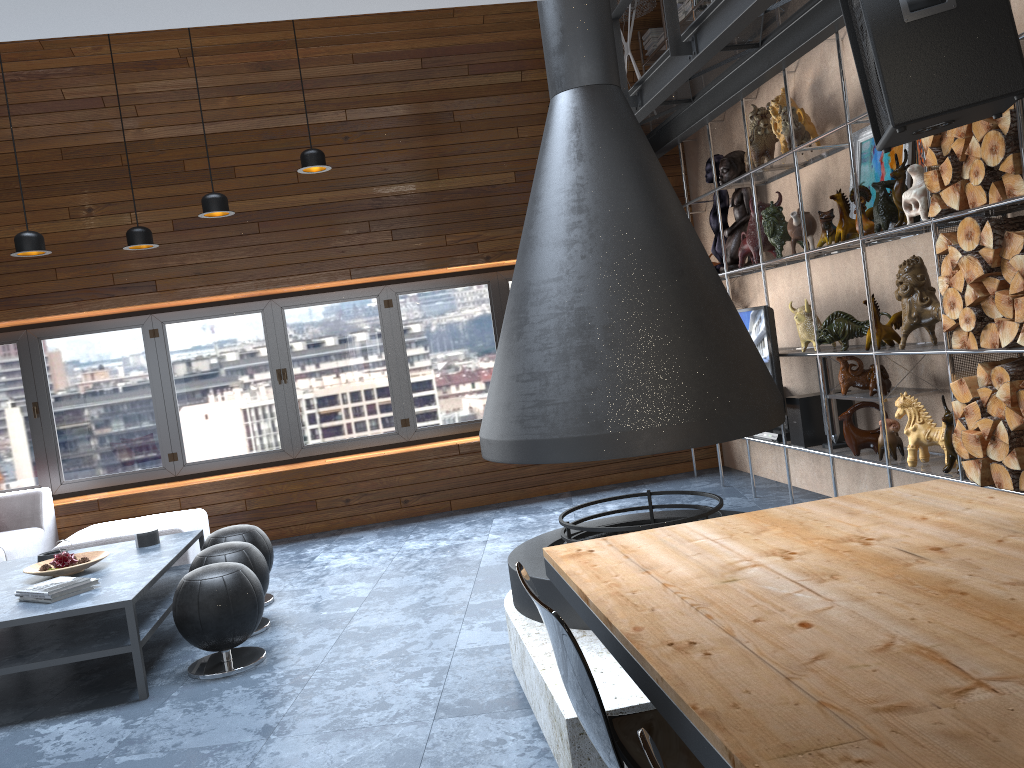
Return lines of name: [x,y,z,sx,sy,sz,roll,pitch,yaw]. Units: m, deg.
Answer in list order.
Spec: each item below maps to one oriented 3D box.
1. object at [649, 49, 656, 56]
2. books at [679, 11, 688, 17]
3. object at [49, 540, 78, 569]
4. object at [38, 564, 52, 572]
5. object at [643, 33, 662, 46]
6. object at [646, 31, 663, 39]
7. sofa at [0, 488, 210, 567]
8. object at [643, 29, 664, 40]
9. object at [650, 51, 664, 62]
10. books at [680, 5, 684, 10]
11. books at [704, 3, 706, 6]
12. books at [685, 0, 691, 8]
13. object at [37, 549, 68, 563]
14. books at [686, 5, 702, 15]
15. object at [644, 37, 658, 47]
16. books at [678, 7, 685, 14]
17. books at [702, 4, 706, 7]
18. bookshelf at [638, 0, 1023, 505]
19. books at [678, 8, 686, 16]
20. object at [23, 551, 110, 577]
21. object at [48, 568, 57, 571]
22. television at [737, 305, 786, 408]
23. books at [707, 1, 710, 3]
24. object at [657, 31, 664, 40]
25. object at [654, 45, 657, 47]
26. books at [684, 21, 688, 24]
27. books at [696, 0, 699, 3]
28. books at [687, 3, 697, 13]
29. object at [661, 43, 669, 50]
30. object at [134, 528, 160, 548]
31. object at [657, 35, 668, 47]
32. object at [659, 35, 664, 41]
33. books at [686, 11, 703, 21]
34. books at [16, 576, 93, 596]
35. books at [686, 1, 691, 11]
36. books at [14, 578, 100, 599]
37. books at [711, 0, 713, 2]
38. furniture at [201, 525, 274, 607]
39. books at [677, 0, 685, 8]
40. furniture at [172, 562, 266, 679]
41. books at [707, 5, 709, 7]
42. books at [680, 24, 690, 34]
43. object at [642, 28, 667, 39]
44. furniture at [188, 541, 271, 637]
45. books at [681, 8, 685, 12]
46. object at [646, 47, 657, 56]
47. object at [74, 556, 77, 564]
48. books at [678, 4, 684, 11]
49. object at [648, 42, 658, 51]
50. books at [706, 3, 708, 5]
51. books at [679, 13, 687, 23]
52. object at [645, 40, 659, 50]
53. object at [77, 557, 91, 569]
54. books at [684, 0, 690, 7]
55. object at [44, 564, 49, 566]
object: [1.207,-2.619,6.995,0.218,0.013,0.161,-8,3,-9]
books: [1.318,-2.654,6.391,0.234,0.016,0.182,-8,3,-4]
object: [-2.286,0.874,4.512,0.105,0.172,0.118,-5,3,43]
object: [-2.332,0.931,4.431,0.064,0.062,0.061,-7,3,22]
object: [1.179,-2.710,6.964,0.252,0.028,0.180,-8,3,-9]
object: [1.184,-2.735,6.981,0.233,0.021,0.174,-8,3,-9]
sofa: [-2.991,1.137,4.761,2.205,0.693,4.035,-8,3,-9]
object: [1.174,-2.753,6.979,0.246,0.016,0.182,-8,3,-9]
object: [1.200,-2.586,6.985,0.234,0.025,0.176,-8,3,-9]
books: [1.317,-2.715,6.413,0.208,0.013,0.161,-8,3,-4]
books: [1.359,-2.666,5.953,0.169,0.232,0.018,-8,2,-9]
books: [1.342,-2.644,6.114,0.258,0.016,0.181,-8,3,-7]
object: [-2.573,0.964,4.972,0.160,0.040,0.160,-9,3,-31]
books: [1.346,-2.577,6.113,0.247,0.016,0.182,-8,3,-9]
object: [1.186,-2.688,6.965,0.246,0.016,0.182,-8,3,-9]
books: [1.309,-2.701,6.410,0.206,0.012,0.161,-9,3,-19]
books: [1.339,-2.665,5.978,0.148,0.234,0.013,-8,2,-9]
bookshelf: [2.108,-2.222,1.846,0.421,6.219,10.739,-8,3,-9]
books: [1.315,-2.669,6.389,0.234,0.016,0.182,-9,3,-19]
object: [-2.258,0.930,4.508,0.395,0.061,0.395,-9,3,-16]
object: [-2.261,0.925,4.372,0.048,0.039,0.039,-8,3,-12]
television: [1.516,-0.172,5.829,0.115,0.638,1.075,-8,3,-8]
books: [1.360,-2.665,5.916,0.148,0.234,0.013,-8,2,-9]
object: [1.224,-2.651,6.728,0.203,0.013,0.161,-8,3,-9]
object: [1.206,-2.644,6.992,0.216,0.012,0.161,-8,3,-9]
books: [1.319,-2.588,6.404,0.234,0.016,0.182,-8,3,-14]
books: [1.350,-2.615,6.115,0.217,0.013,0.161,-8,3,-9]
books: [1.344,-2.596,6.116,0.239,0.021,0.174,-8,3,-3]
object: [1.241,-2.573,6.730,0.201,0.012,0.161,-8,3,-9]
object: [-2.065,0.871,5.019,0.126,0.081,0.126,-10,3,-36]
object: [1.250,-2.607,6.724,0.262,0.025,0.176,-8,3,-9]
object: [1.253,-2.639,6.709,0.228,0.016,0.182,-8,3,-9]
books: [1.342,-2.562,6.129,0.252,0.016,0.182,-8,3,-3]
books: [-2.070,0.912,4.010,0.265,0.017,0.210,-6,3,33]
books: [1.341,-2.628,6.115,0.252,0.016,0.182,-8,3,-5]
books: [-2.076,0.931,4.054,0.299,0.021,0.239,-6,3,33]
books: [1.379,-2.411,5.818,0.122,0.230,0.017,-8,2,-9]
furniture: [-1.563,1.041,5.072,0.402,0.462,0.401,-6,3,31]
books: [1.296,-2.741,6.400,0.268,0.025,0.176,-8,3,-9]
furniture: [-1.334,1.056,4.062,0.401,0.462,0.402,-8,3,6]
books: [1.388,-2.412,5.895,0.161,0.223,0.017,-8,2,-9]
books: [1.313,-2.571,6.419,0.234,0.016,0.182,-8,3,-9]
object: [1.170,-2.769,6.989,0.246,0.016,0.182,-8,3,-9]
furniture: [-1.448,1.049,4.559,0.402,0.462,0.401,-7,3,11]
books: [1.319,-2.687,6.403,0.213,0.017,0.167,-8,3,-14]
object: [1.193,-2.629,6.984,0.243,0.012,0.159,-8,3,-9]
object: [-2.285,0.917,4.592,0.060,0.062,0.062,-6,3,42]
books: [1.311,-2.724,6.403,0.206,0.013,0.161,-8,3,-14]
object: [1.200,-2.658,6.982,0.224,0.017,0.167,-8,3,-9]
books: [1.373,-2.679,5.941,0.191,0.255,0.012,-8,2,-9]
books: [1.311,-2.630,6.405,0.240,0.028,0.180,-9,3,-19]
object: [1.188,-2.672,6.966,0.246,0.016,0.182,-8,3,-9]
object: [-2.159,0.905,4.477,0.061,0.061,0.063,-8,3,-9]
books: [1.332,-2.663,6.112,0.258,0.028,0.180,-8,3,-3]
object: [-2.368,0.934,4.501,0.042,0.042,0.044,-8,3,-9]
